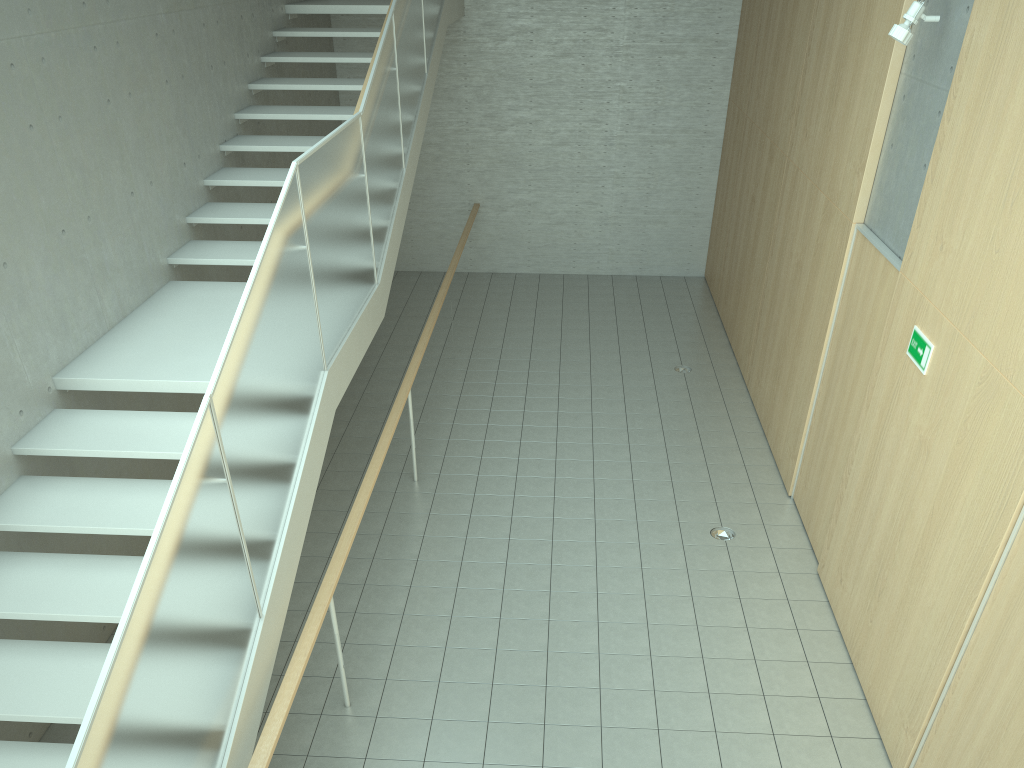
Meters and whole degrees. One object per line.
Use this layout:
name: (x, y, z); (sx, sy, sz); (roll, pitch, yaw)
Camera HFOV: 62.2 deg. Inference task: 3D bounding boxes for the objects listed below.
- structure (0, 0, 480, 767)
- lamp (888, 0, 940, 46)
structure: (-1.731, -0.837, 5.620); (1.885, 4.907, 10.912); (2, 28, 3)
lamp: (2.088, -1.884, 4.430); (0.230, 0.226, 0.123); (-8, 33, -13)
